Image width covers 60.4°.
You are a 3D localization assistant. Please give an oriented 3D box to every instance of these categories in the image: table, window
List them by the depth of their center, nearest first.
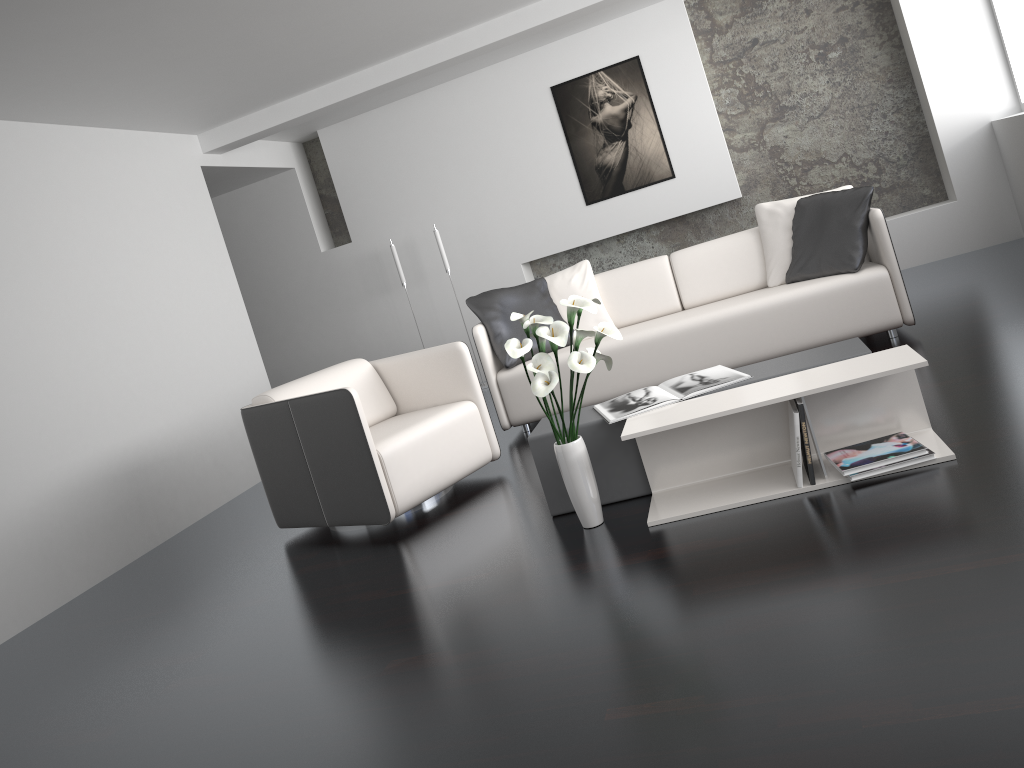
[{"bbox_3d":[2.451,-1.707,2.385,0.109,1.419,8.203,-17,8,18],"label":"window"},{"bbox_3d":[0.886,0.168,2.931,0.961,0.312,0.303,-15,5,14],"label":"table"},{"bbox_3d":[0.720,0.164,3.300,1.248,0.312,0.303,-15,5,14],"label":"table"}]

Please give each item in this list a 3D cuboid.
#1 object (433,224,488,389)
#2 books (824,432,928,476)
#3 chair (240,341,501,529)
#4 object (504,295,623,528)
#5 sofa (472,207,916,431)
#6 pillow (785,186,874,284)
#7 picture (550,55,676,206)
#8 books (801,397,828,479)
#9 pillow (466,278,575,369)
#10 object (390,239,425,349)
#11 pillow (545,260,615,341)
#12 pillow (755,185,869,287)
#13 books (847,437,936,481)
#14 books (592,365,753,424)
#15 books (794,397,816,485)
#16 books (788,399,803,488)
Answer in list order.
[{"bbox_3d":[-0.431,-0.638,7.193,0.178,1.388,0.182,-17,2,17],"label":"object"},{"bbox_3d":[1.161,0.221,2.826,0.262,0.017,0.230,-16,8,7],"label":"books"},{"bbox_3d":[-0.702,0.226,4.282,0.906,0.657,0.784,-12,8,41],"label":"chair"},{"bbox_3d":[0.245,0.101,3.013,0.378,0.793,0.449,-17,3,0],"label":"object"},{"bbox_3d":[0.984,-0.417,5.077,2.221,0.657,0.934,-15,6,14],"label":"sofa"},{"bbox_3d":[1.713,-0.809,4.716,0.338,0.434,0.547,-19,6,-27],"label":"pillow"},{"bbox_3d":[0.799,-2.010,7.019,0.739,0.999,0.004,-16,2,16],"label":"picture"},{"bbox_3d":[0.981,0.145,2.892,0.007,0.282,0.208,-17,4,16],"label":"books"},{"bbox_3d":[0.076,-0.374,5.113,0.575,0.447,0.275,-21,5,-29],"label":"pillow"},{"bbox_3d":[-0.817,-0.552,7.416,0.178,1.388,0.182,-17,2,17],"label":"object"},{"bbox_3d":[0.291,-0.440,5.336,0.583,0.497,0.326,-17,4,6],"label":"pillow"},{"bbox_3d":[1.691,-0.840,4.991,0.581,0.505,0.304,-15,4,21],"label":"pillow"},{"bbox_3d":[1.179,0.236,2.805,0.262,0.017,0.216,-16,8,7],"label":"books"},{"bbox_3d":[0.589,0.028,3.317,0.549,0.017,0.361,-18,8,-3],"label":"books"},{"bbox_3d":[0.953,0.166,2.882,0.050,0.262,0.237,-17,5,16],"label":"books"},{"bbox_3d":[0.928,0.186,2.886,0.069,0.236,0.231,-17,5,16],"label":"books"}]
